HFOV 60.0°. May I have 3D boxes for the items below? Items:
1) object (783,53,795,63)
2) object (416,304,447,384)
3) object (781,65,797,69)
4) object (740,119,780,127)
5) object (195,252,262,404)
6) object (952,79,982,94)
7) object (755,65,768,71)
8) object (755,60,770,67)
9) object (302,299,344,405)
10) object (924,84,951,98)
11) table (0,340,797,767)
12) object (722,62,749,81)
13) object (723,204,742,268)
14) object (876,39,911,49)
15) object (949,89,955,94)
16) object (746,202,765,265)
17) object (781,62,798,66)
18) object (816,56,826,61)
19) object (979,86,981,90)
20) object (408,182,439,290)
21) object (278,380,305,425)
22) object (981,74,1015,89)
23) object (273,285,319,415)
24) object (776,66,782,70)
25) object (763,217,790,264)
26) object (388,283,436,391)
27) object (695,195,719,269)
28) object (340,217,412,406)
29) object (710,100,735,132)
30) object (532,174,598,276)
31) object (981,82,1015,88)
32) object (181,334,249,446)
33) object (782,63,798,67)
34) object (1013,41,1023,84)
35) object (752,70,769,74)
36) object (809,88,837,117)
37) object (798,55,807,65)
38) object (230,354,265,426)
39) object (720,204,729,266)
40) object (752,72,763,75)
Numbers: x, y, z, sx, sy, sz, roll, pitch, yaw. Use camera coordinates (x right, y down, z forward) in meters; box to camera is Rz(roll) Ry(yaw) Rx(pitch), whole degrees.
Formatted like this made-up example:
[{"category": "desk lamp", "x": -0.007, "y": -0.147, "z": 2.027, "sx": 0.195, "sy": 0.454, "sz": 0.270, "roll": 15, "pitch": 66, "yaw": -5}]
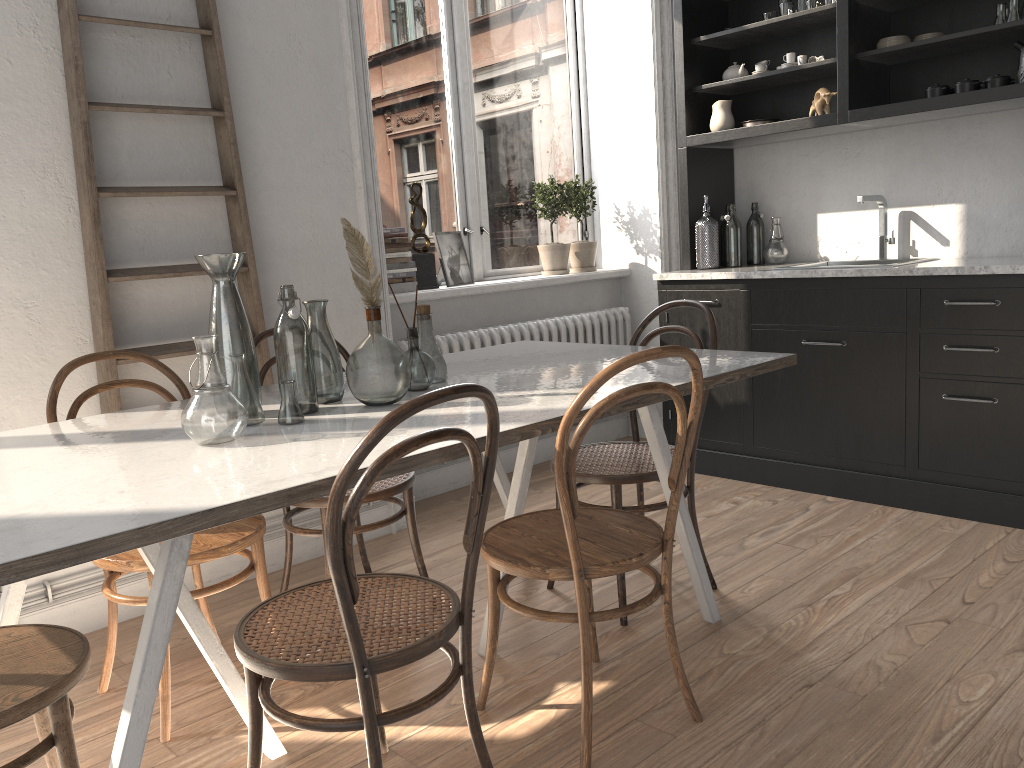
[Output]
[{"category": "object", "x": 1.240, "y": -1.445, "z": 3.954, "sx": 0.039, "sy": 0.055, "sz": 0.049, "roll": -8, "pitch": 10, "yaw": -22}, {"category": "object", "x": -0.234, "y": -0.111, "z": 2.428, "sx": 0.101, "sy": 0.212, "sz": 0.101, "roll": -4, "pitch": 10, "yaw": -3}, {"category": "object", "x": 1.246, "y": -1.407, "z": 3.955, "sx": 0.085, "sy": 0.015, "sz": 0.085, "roll": 2, "pitch": 11, "yaw": 33}, {"category": "object", "x": 1.154, "y": -1.201, "z": 4.123, "sx": 0.180, "sy": 0.037, "sz": 0.180, "roll": 2, "pitch": 11, "yaw": 32}, {"category": "object", "x": -0.662, "y": -0.113, "z": 2.086, "sx": 0.116, "sy": 0.383, "sz": 0.116, "roll": -10, "pitch": 11, "yaw": -31}, {"category": "object", "x": 1.732, "y": -1.131, "z": 3.375, "sx": 0.104, "sy": 0.059, "sz": 0.088, "roll": 1, "pitch": 10, "yaw": 25}, {"category": "object", "x": 1.145, "y": -1.440, "z": 4.069, "sx": 0.055, "sy": 0.033, "sz": 0.058, "roll": 0, "pitch": 10, "yaw": 22}, {"category": "object", "x": 1.144, "y": -1.459, "z": 4.066, "sx": 0.055, "sy": 0.047, "sz": 0.058, "roll": -9, "pitch": 11, "yaw": -28}, {"category": "object", "x": -0.477, "y": -0.081, "z": 2.210, "sx": 0.100, "sy": 0.255, "sz": 0.098, "roll": 0, "pitch": 10, "yaw": 24}, {"category": "object", "x": 1.660, "y": -1.141, "z": 3.461, "sx": 0.104, "sy": 0.059, "sz": 0.088, "roll": 3, "pitch": 11, "yaw": 35}, {"category": "table", "x": -0.344, "y": 0.433, "z": 2.231, "sx": 2.198, "sy": 0.781, "sz": 1.099, "roll": -12, "pitch": 13, "yaw": -42}, {"category": "object", "x": 1.057, "y": -1.470, "z": 4.199, "sx": 0.125, "sy": 0.100, "sz": 0.140, "roll": 1, "pitch": 11, "yaw": 28}, {"category": "object", "x": 1.064, "y": -0.716, "z": 4.279, "sx": 0.086, "sy": 0.301, "sz": 0.086, "roll": 2, "pitch": 11, "yaw": 32}, {"category": "object", "x": -0.807, "y": -0.092, "z": 2.328, "sx": 5.822, "sy": 1.845, "sz": 0.791, "roll": -11, "pitch": 12, "yaw": -37}, {"category": "object", "x": 1.737, "y": -1.164, "z": 3.573, "sx": 0.104, "sy": 0.059, "sz": 0.088, "roll": -13, "pitch": 13, "yaw": -43}, {"category": "object", "x": 1.198, "y": -0.740, "z": 4.366, "sx": 0.086, "sy": 0.301, "sz": 0.086, "roll": -3, "pitch": 10, "yaw": 3}, {"category": "object", "x": 1.244, "y": -1.420, "z": 3.954, "sx": 0.085, "sy": 0.016, "sz": 0.085, "roll": -4, "pitch": 9, "yaw": -2}, {"category": "object", "x": 1.350, "y": -1.419, "z": 3.884, "sx": 0.048, "sy": 0.041, "sz": 0.058, "roll": 0, "pitch": 10, "yaw": 25}, {"category": "object", "x": 1.802, "y": -1.157, "z": 3.499, "sx": 0.088, "sy": 0.059, "sz": 0.104, "roll": -6, "pitch": 10, "yaw": -14}, {"category": "object", "x": -0.424, "y": -0.681, "z": 4.076, "sx": 0.122, "sy": 0.489, "sz": 0.102, "roll": -7, "pitch": 10, "yaw": -18}, {"category": "object", "x": -0.496, "y": 0.041, "z": 1.974, "sx": 0.058, "sy": 0.094, "sz": 0.058, "roll": -6, "pitch": 10, "yaw": -14}, {"category": "object", "x": 1.816, "y": -1.128, "z": 3.316, "sx": 0.104, "sy": 0.059, "sz": 0.088, "roll": -10, "pitch": 11, "yaw": -34}, {"category": "object", "x": -0.511, "y": -0.081, "z": 2.078, "sx": 0.086, "sy": 0.301, "sz": 0.086, "roll": 2, "pitch": 11, "yaw": 32}, {"category": "object", "x": 1.234, "y": -1.428, "z": 4.041, "sx": 0.055, "sy": 0.033, "sz": 0.058, "roll": -8, "pitch": 10, "yaw": -25}, {"category": "object", "x": 1.273, "y": -0.689, "z": 4.267, "sx": 0.132, "sy": 0.220, "sz": 0.120, "roll": -13, "pitch": 13, "yaw": -42}, {"category": "object", "x": -0.258, "y": -0.124, "z": 2.300, "sx": 0.106, "sy": 0.284, "sz": 0.106, "roll": 5, "pitch": 13, "yaw": 41}, {"category": "object", "x": 0.932, "y": -0.728, "z": 4.242, "sx": 0.109, "sy": 0.349, "sz": 0.108, "roll": 1, "pitch": 11, "yaw": 28}, {"category": "object", "x": -0.331, "y": -0.172, "z": 2.117, "sx": 0.156, "sy": 0.446, "sz": 0.156, "roll": -8, "pitch": 11, "yaw": -24}, {"category": "object", "x": 0.991, "y": -1.255, "z": 4.181, "sx": 0.115, "sy": 0.145, "sz": 0.127, "roll": 1, "pitch": 10, "yaw": 26}, {"category": "object", "x": 0.285, "y": -0.853, "z": 4.735, "sx": 0.234, "sy": 0.524, "sz": 0.499, "roll": 3, "pitch": 12, "yaw": 36}, {"category": "object", "x": 1.877, "y": -1.149, "z": 3.425, "sx": 0.104, "sy": 0.059, "sz": 0.088, "roll": -2, "pitch": 9, "yaw": 11}, {"category": "object", "x": -0.614, "y": 0.011, "z": 1.813, "sx": 0.132, "sy": 0.220, "sz": 0.132, "roll": 3, "pitch": 12, "yaw": 36}, {"category": "object", "x": 1.246, "y": -1.413, "z": 3.953, "sx": 0.085, "sy": 0.016, "sz": 0.085, "roll": -6, "pitch": 9, "yaw": -11}, {"category": "object", "x": 1.916, "y": -1.187, "z": 3.228, "sx": 0.124, "sy": 0.192, "sz": 0.129, "roll": -6, "pitch": 10, "yaw": -15}, {"category": "object", "x": 1.146, "y": -1.426, "z": 4.073, "sx": 0.085, "sy": 0.017, "sz": 0.085, "roll": 4, "pitch": 12, "yaw": 42}, {"category": "object", "x": 1.332, "y": -1.206, "z": 3.801, "sx": 0.069, "sy": 0.123, "sz": 0.173, "roll": -6, "pitch": 9, "yaw": -10}, {"category": "object", "x": 1.271, "y": -1.412, "z": 3.896, "sx": 0.049, "sy": 0.054, "sz": 0.039, "roll": -7, "pitch": 10, "yaw": -17}, {"category": "object", "x": -0.607, "y": 0.012, "z": 1.996, "sx": 0.083, "sy": 0.158, "sz": 0.083, "roll": 5, "pitch": 13, "yaw": 42}, {"category": "object", "x": 1.079, "y": -0.737, "z": 4.400, "sx": 0.086, "sy": 0.301, "sz": 0.086, "roll": -9, "pitch": 11, "yaw": -28}, {"category": "object", "x": 1.148, "y": -1.419, "z": 4.072, "sx": 0.085, "sy": 0.015, "sz": 0.085, "roll": -9, "pitch": 11, "yaw": -29}]
